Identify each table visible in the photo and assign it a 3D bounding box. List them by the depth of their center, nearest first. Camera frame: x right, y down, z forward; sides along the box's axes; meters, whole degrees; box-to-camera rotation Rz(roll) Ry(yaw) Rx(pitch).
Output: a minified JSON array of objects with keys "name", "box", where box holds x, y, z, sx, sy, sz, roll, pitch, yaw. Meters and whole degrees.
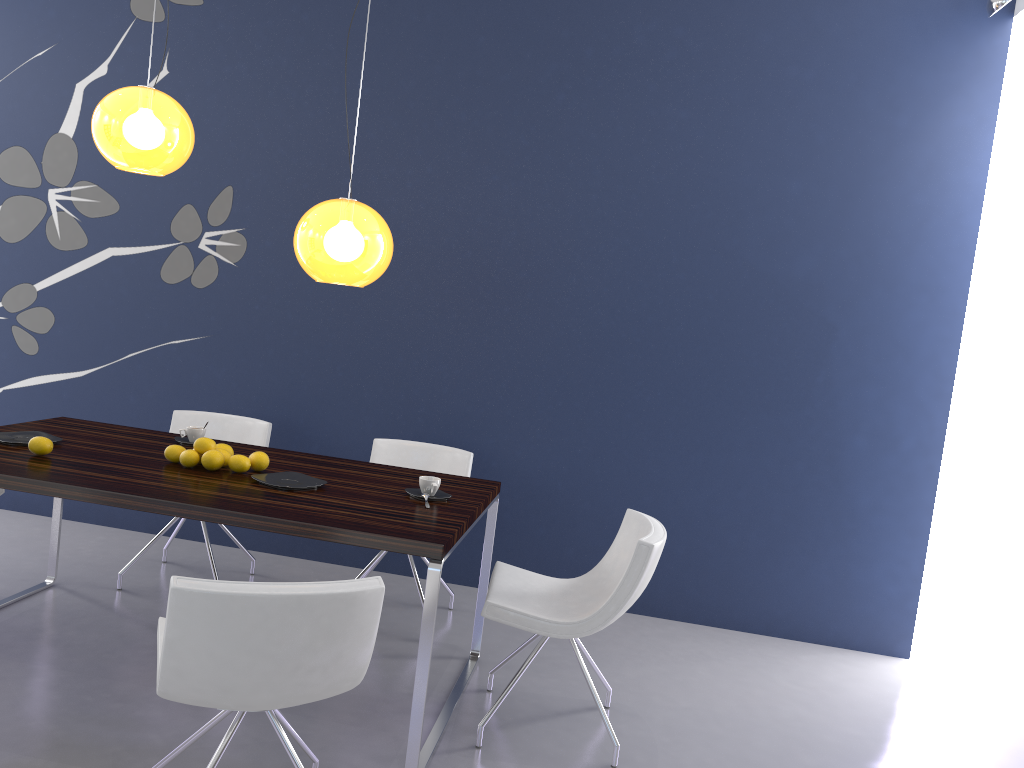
[{"name":"table","box":[-1.178,0.704,3.392,2.046,0.783,1.127,8,5,8]}]

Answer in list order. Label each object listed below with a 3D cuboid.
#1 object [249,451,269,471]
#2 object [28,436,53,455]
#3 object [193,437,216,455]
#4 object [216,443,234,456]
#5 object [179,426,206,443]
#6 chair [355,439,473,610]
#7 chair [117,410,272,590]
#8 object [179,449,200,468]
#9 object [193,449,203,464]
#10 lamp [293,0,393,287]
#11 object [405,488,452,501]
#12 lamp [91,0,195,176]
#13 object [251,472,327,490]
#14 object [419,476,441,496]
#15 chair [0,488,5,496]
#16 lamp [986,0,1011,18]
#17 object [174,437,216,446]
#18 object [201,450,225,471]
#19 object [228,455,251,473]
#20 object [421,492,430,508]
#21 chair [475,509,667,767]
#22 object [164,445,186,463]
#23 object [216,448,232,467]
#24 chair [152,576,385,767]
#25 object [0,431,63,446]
[{"name":"object","box":[-0.969,0.296,3.390,0.079,0.077,0.094,6,5,-18]},{"name":"object","box":[-1.704,0.224,3.207,0.083,0.068,0.070,8,5,11]},{"name":"object","box":[-1.155,0.235,3.338,0.083,0.068,0.070,8,5,11]},{"name":"object","box":[-1.133,0.270,3.459,0.094,0.077,0.079,3,6,-38]},{"name":"object","box":[-1.354,0.217,3.774,0.081,0.064,0.101,10,5,32]},{"name":"chair","box":[-0.516,0.709,4.217,0.508,0.805,0.620,8,5,8]},{"name":"chair","box":[-1.538,0.572,4.355,0.508,0.805,0.620,7,4,3]},{"name":"object","box":[-1.203,0.278,3.309,0.070,0.068,0.083,5,5,-23]},{"name":"object","box":[-1.191,0.272,3.392,0.070,0.068,0.083,5,5,-23]},{"name":"lamp","box":[-0.512,-1.341,3.177,0.359,1.974,0.358,8,5,13]},{"name":"object","box":[-0.312,0.414,3.306,0.154,0.020,0.154,4,6,-36]},{"name":"lamp","box":[-1.297,-1.612,3.271,0.358,1.645,0.359,9,5,18]},{"name":"object","box":[-0.816,0.357,3.247,0.232,0.020,0.232,10,6,36]},{"name":"object","box":[-0.300,0.384,3.298,0.101,0.064,0.081,10,5,33]},{"name":"chair","box":[-2.531,0.508,3.626,0.620,0.805,0.508,8,5,8]},{"name":"lamp","box":[2.068,-1.808,3.734,0.185,0.511,0.150,8,5,8]},{"name":"object","box":[-1.353,0.248,3.785,0.154,0.020,0.154,4,6,-37]},{"name":"object","box":[-1.112,0.284,3.298,0.076,0.080,0.094,8,5,9]},{"name":"object","box":[-1.020,0.299,3.323,0.083,0.068,0.070,8,5,11]},{"name":"object","box":[-0.307,0.416,3.193,0.032,0.028,0.155,6,5,-11]},{"name":"chair","box":[0.202,0.873,3.256,0.620,0.805,0.508,7,4,3]},{"name":"object","box":[-1.273,0.265,3.361,0.083,0.068,0.070,8,5,11]},{"name":"object","box":[-1.110,0.282,3.382,0.081,0.071,0.069,6,5,-15]},{"name":"chair","box":[-0.679,0.836,2.357,0.508,0.805,0.620,5,5,-22]},{"name":"object","box":[-1.882,0.212,3.424,0.232,0.020,0.232,10,6,36]}]
